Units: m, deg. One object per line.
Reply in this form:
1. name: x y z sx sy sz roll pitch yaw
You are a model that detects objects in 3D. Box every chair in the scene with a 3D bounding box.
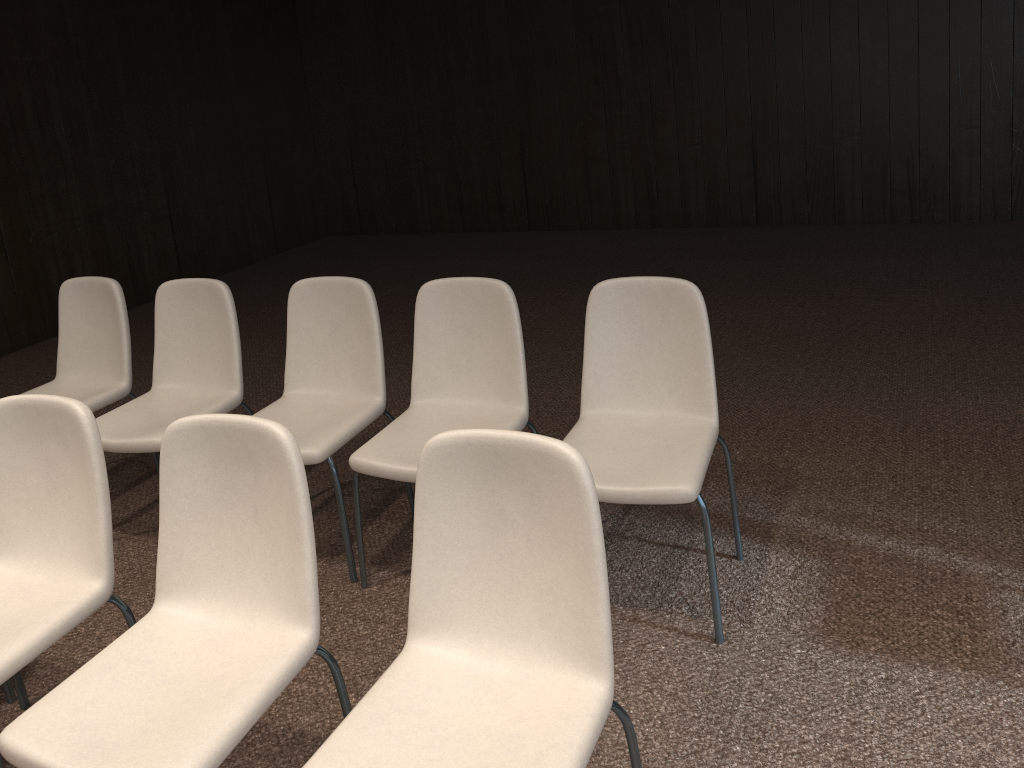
1. chair: -1.822 0.067 3.541 0.532 0.870 0.578 1 16 26
2. chair: -0.076 0.608 1.543 0.532 0.870 0.578 1 16 26
3. chair: -0.662 0.586 1.774 0.531 0.870 0.578 0 16 23
4. chair: -0.707 0.127 3.051 0.531 0.870 0.578 0 16 24
5. chair: -1.285 0.105 3.279 0.531 0.870 0.578 0 16 23
6. chair: -1.220 0.546 2.048 0.531 0.870 0.578 0 16 23
7. chair: 0.364 0.185 2.577 0.531 0.870 0.578 0 16 23
8. chair: -1.745 0.515 2.286 0.532 0.870 0.578 1 16 26
9. chair: -0.203 0.157 2.820 0.531 0.870 0.578 0 16 23
